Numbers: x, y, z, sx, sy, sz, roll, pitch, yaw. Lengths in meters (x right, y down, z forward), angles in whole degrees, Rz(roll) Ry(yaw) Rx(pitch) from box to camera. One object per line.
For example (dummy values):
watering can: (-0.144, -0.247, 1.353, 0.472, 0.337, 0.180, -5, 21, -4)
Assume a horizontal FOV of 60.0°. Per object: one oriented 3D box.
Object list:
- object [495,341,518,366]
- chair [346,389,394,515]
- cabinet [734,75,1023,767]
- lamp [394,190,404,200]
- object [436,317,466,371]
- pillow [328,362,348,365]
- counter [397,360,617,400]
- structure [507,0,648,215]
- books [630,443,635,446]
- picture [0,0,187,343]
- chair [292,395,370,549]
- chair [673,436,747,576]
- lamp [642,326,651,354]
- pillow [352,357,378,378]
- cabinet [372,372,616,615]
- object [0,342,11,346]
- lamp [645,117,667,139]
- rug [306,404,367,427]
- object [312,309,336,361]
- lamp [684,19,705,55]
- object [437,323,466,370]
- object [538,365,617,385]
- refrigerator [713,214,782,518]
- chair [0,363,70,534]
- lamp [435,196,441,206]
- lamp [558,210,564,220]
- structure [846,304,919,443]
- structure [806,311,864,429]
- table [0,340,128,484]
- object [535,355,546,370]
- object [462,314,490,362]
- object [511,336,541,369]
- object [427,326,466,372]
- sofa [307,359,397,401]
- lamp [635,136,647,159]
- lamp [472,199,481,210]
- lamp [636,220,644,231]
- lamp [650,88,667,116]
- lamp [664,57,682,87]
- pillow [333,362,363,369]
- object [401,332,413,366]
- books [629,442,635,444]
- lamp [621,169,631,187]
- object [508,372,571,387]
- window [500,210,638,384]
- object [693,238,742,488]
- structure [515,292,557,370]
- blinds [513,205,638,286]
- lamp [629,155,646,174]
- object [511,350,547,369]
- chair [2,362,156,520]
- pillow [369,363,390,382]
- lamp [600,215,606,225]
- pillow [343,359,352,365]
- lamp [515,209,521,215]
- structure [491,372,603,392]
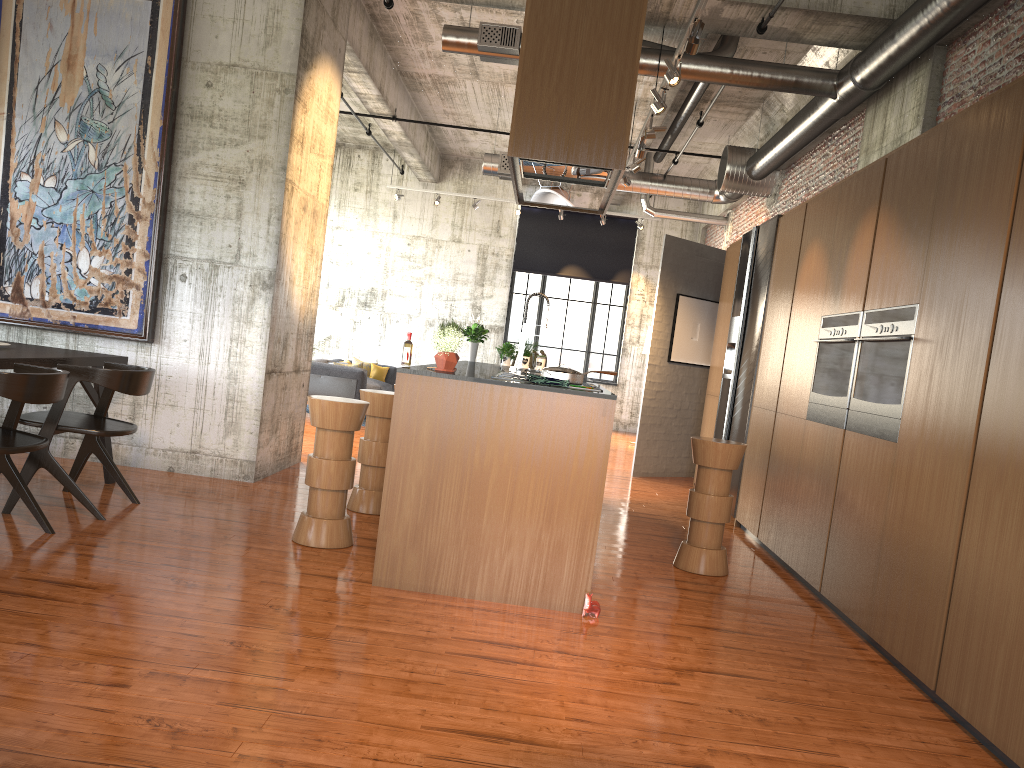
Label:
object: (-0.052, -0.316, 9.216, 0.236, 0.258, 0.232, 10, 4, 40)
chair: (-1.084, 0.545, 7.194, 0.409, 0.965, 0.409, 6, 4, -19)
cabinet: (2.691, 0.039, 5.890, 0.859, 3.051, 5.332, 7, 3, 2)
lamp: (-2.253, -3.742, 17.603, 0.101, 0.211, 0.261, 10, 4, 37)
object: (-0.409, -0.275, 5.660, 0.196, 0.368, 0.186, 11, 5, 41)
pillow: (-2.811, -0.207, 14.406, 0.365, 0.315, 0.170, 7, 4, -8)
counter: (0.039, -0.005, 7.153, 1.245, 0.175, 4.355, 7, 2, 2)
structure: (0.401, -1.818, 5.713, 0.663, 1.128, 1.626, 7, 3, 2)
books: (2.204, 1.086, 15.821, 0.182, 0.030, 0.128, 8, 3, 24)
picture: (-3.719, -1.998, 7.532, 1.655, 3.127, 0.141, 7, 4, 2)
chair: (-1.214, 0.580, 5.937, 0.409, 0.965, 0.409, 6, 4, -19)
chair: (1.463, 0.894, 6.554, 0.410, 0.965, 0.409, 10, 5, 32)
lamp: (2.930, -0.027, 18.085, 0.692, 2.248, 0.707, 9, 4, 24)
pillow: (-2.773, -0.263, 16.303, 0.536, 0.447, 0.260, 8, 4, 9)
cabinet: (-0.031, 0.551, 7.194, 1.245, 1.246, 4.353, 7, 2, 2)
object: (-3.801, -0.292, 6.189, 0.526, 0.025, 0.526, 8, 2, 12)
lamp: (1.355, -2.451, 8.519, 0.260, 0.211, 0.101, 7, 4, -3)
rug: (-1.236, 0.677, 15.576, 4.851, 0.009, 4.831, 5, 3, -42)
object: (-2.790, -0.326, 9.973, 1.885, 2.068, 1.512, 9, 4, 24)
lamp: (1.243, -2.363, 6.050, 0.102, 0.215, 0.225, 7, 3, -2)
object: (-0.410, -0.256, 5.905, 0.178, 0.312, 0.172, 8, 4, 8)
object: (0.448, -0.050, 5.670, 0.330, 0.121, 0.730, 9, 3, 37)
refrigerator: (2.932, -0.063, 9.301, 1.211, 3.057, 1.514, 7, 4, 2)
chair: (-2.991, 0.387, 4.999, 0.769, 0.995, 0.876, 7, 3, 1)
lamp: (-1.479, -3.642, 17.597, 0.102, 0.229, 0.198, 8, 3, 12)
lamp: (0.969, -3.332, 17.465, 0.102, 0.252, 0.165, 9, 4, 27)
structure: (2.235, -0.077, 5.449, 0.079, 0.796, 0.858, 7, 3, 2)
structure: (2.268, -0.109, 6.345, 0.079, 0.796, 0.858, 7, 3, 2)
table: (-3.958, 0.249, 5.218, 1.638, 1.008, 3.696, 7, 2, 2)
object: (0.296, -0.220, 9.165, 0.107, 0.158, 0.107, 10, 4, 37)
object: (-0.383, -0.477, 9.167, 0.267, 0.503, 0.304, 11, 5, 44)
object: (0.155, -0.351, 9.184, 0.305, 0.382, 0.362, 10, 4, 36)
object: (-0.401, -0.222, 5.423, 0.221, 0.284, 0.210, 8, 4, 10)
sofa: (-2.911, 0.049, 15.321, 1.362, 0.863, 2.999, 7, 2, 3)
lamp: (1.364, -2.484, 9.359, 0.102, 0.241, 0.182, 7, 3, -3)
lamp: (-0.713, -3.546, 17.544, 0.182, 0.241, 0.101, 7, 4, -3)
lamp: (2.531, -3.129, 17.477, 0.225, 0.215, 0.102, 10, 5, 43)
lamp: (1.271, -2.430, 7.668, 0.165, 0.252, 0.102, 9, 4, 27)
lamp: (1.244, -2.400, 6.844, 0.102, 0.252, 0.164, 4, 5, -43)
pillow: (-2.601, -0.159, 14.278, 0.536, 0.447, 0.260, 8, 4, 9)
object: (-0.650, -0.219, 5.529, 0.056, 0.209, 0.056, 7, 4, 2)
books: (2.207, 1.060, 15.823, 0.133, 0.022, 0.188, 5, 3, -37)
lamp: (1.399, -2.542, 10.904, 0.101, 0.211, 0.260, 10, 4, 32)
object: (0.165, -0.031, 5.182, 0.392, 0.068, 0.184, 5, 3, -42)
window: (1.188, -1.816, 18.711, 2.579, 3.443, 0.050, 7, 4, 2)
object: (2.859, -0.127, 10.514, 0.859, 3.052, 0.909, 7, 4, 2)
structure: (0.255, -0.495, 8.414, 0.360, 0.751, 0.168, 7, 4, 2)
blinds: (1.318, -2.925, 18.455, 2.443, 1.467, 0.150, 7, 4, 2)
lamp: (1.423, -2.505, 10.129, 0.198, 0.229, 0.102, 8, 4, 12)
object: (0.303, -0.091, 18.297, 0.727, 1.299, 0.455, 8, 4, 13)
chair: (-2.910, 0.355, 6.053, 0.769, 0.995, 0.876, 7, 3, -2)
pillow: (-2.450, -0.202, 16.265, 0.435, 0.319, 0.168, 6, 4, -24)
lamp: (1.788, -3.228, 17.446, 0.165, 0.252, 0.101, 4, 5, -43)
pillow: (-3.008, -0.270, 16.193, 0.228, 0.372, 0.404, 8, 3, 11)
lamp: (0.123, -3.439, 17.542, 0.102, 0.211, 0.260, 7, 3, -3)
structure: (0.230, -0.025, 5.851, 0.678, 0.019, 1.095, 7, 2, 2)
